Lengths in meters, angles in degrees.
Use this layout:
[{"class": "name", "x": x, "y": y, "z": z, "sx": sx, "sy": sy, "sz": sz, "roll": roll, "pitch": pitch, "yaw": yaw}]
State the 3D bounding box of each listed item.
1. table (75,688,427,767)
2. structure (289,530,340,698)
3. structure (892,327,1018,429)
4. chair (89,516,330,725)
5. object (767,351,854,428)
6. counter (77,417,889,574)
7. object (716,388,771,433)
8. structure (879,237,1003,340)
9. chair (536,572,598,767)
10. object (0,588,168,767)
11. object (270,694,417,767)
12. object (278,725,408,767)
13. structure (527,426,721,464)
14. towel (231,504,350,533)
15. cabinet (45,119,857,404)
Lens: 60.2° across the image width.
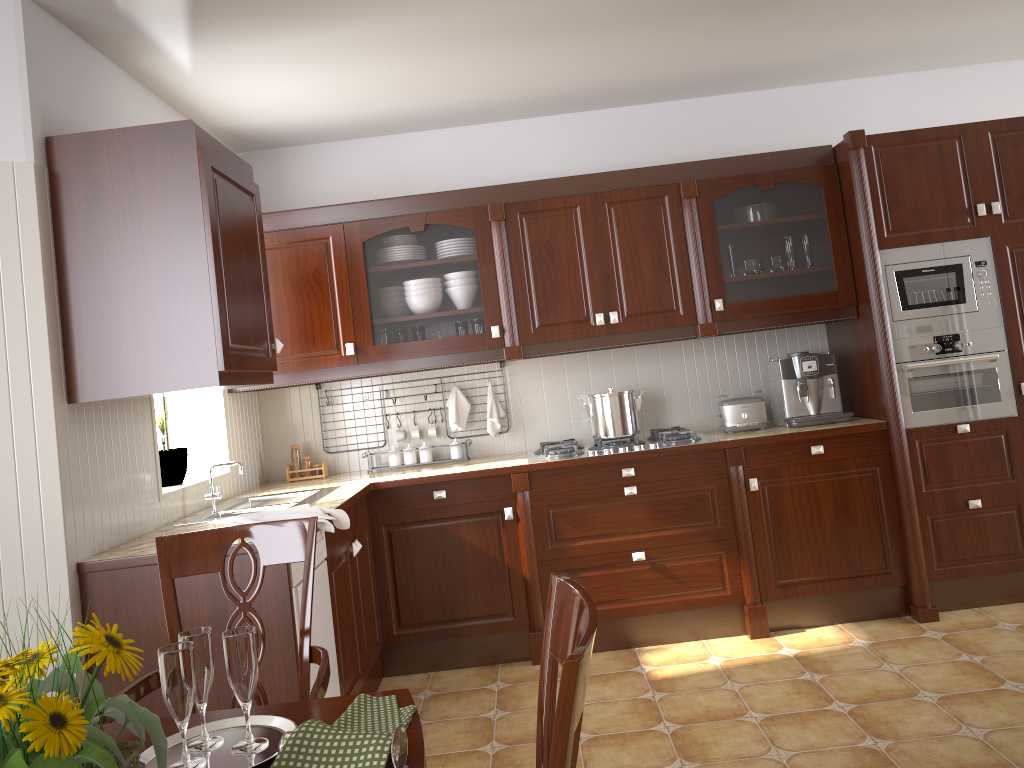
[{"class": "table", "x": -0.898, "y": 0.817, "z": 0.903, "sx": 1.677, "sy": 0.561, "sz": 0.732, "roll": -7, "pitch": -1, "yaw": 0}, {"class": "structure", "x": -0.761, "y": 0.856, "z": 2.675, "sx": 0.379, "sy": 0.750, "sz": 0.422, "roll": -7, "pitch": -3, "yaw": 1}, {"class": "structure", "x": 1.855, "y": -0.027, "z": 3.715, "sx": 0.494, "sy": 0.377, "sz": 0.041, "roll": -7, "pitch": -4, "yaw": 0}, {"class": "chair", "x": -0.529, "y": 0.674, "z": 1.649, "sx": 0.404, "sy": 0.749, "sz": 0.457, "roll": -7, "pitch": -3, "yaw": -2}, {"class": "object", "x": 1.335, "y": 0.016, "z": 3.991, "sx": 0.274, "sy": 0.323, "sz": 0.322, "roll": -7, "pitch": -2, "yaw": 1}, {"class": "counter", "x": 0.180, "y": 0.339, "z": 3.364, "sx": 2.782, "sy": 0.032, "sz": 1.820, "roll": -7, "pitch": 1, "yaw": 0}, {"class": "object", "x": 1.042, "y": 0.118, "z": 3.998, "sx": 0.243, "sy": 0.189, "sz": 0.140, "roll": -7, "pitch": -2, "yaw": 1}, {"class": "structure", "x": 1.811, "y": -0.408, "z": 3.898, "sx": 0.495, "sy": 0.388, "sz": 0.315, "roll": -7, "pitch": -2, "yaw": 0}, {"class": "chair", "x": -0.095, "y": 0.630, "z": 0.906, "sx": 0.459, "sy": 0.749, "sz": 0.403, "roll": -7, "pitch": -3, "yaw": 1}, {"class": "object", "x": -0.515, "y": 0.354, "z": 0.857, "sx": 0.299, "sy": 0.339, "sz": 0.317, "roll": -7, "pitch": -2, "yaw": -8}, {"class": "object", "x": -0.223, "y": 0.428, "z": 0.997, "sx": 0.166, "sy": 0.057, "sz": 0.528, "roll": -7, "pitch": 1, "yaw": 14}, {"class": "object", "x": -0.199, "y": 0.427, "z": 1.036, "sx": 0.146, "sy": 0.047, "sz": 0.046, "roll": -7, "pitch": -2, "yaw": 14}, {"class": "structure", "x": 0.472, "y": 0.262, "z": 3.971, "sx": 0.815, "sy": 0.046, "sz": 0.589, "roll": -7, "pitch": 1, "yaw": 0}, {"class": "towel", "x": -0.678, "y": 0.439, "z": 2.784, "sx": 0.344, "sy": 0.098, "sz": 0.328, "roll": -7, "pitch": 0, "yaw": -37}, {"class": "cabinet", "x": 0.077, "y": -0.504, "z": 3.221, "sx": 2.780, "sy": 0.783, "sz": 1.364, "roll": -7, "pitch": -1, "yaw": 0}]
